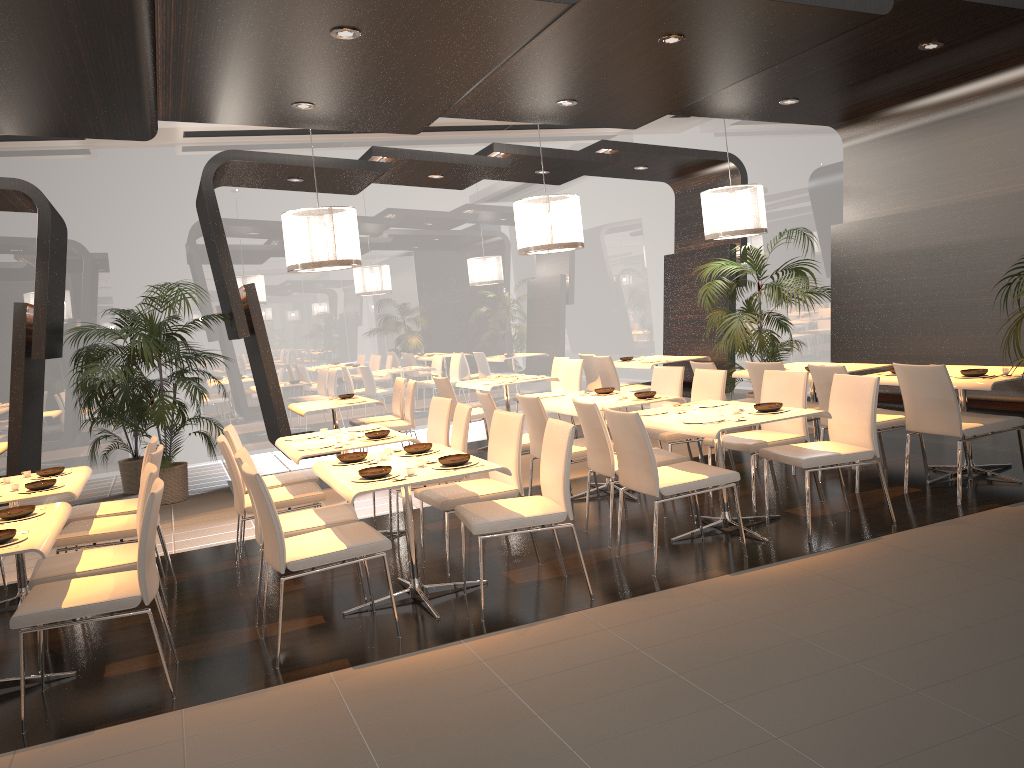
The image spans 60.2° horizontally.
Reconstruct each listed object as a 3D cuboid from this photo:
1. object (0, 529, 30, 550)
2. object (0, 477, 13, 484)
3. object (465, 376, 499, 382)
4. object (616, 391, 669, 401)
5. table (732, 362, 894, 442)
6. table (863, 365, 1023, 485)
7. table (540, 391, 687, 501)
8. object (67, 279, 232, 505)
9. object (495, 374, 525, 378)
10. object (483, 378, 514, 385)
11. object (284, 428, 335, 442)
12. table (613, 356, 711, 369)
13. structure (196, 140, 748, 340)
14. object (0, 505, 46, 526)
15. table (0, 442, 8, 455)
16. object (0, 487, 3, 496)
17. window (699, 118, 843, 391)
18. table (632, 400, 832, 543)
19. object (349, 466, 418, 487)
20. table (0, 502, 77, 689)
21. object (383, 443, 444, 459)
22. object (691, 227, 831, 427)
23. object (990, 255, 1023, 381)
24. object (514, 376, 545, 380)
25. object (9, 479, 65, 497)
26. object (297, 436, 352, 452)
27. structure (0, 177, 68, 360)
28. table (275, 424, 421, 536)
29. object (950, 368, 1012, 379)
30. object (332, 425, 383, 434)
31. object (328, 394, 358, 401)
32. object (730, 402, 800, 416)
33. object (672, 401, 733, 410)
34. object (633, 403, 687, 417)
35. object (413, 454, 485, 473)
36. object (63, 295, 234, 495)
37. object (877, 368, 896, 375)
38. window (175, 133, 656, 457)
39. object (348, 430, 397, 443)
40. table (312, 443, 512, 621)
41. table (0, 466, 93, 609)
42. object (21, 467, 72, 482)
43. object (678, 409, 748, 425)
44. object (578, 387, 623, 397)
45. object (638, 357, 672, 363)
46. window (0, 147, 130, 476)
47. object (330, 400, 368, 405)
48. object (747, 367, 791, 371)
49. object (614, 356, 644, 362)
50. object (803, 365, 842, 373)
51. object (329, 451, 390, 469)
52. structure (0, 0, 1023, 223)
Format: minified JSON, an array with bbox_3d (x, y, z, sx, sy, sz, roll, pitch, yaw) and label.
[{"bbox_3d":[-2.209,0.654,3.723,0.304,0.044,0.365,-8,5,-22],"label":"object"},{"bbox_3d":[-3.301,0.614,5.569,0.304,0.044,0.365,-8,5,-22],"label":"object"},{"bbox_3d":[-0.329,-0.056,9.924,0.336,0.038,0.376,-8,5,-27],"label":"object"},{"bbox_3d":[0.952,0.088,6.568,0.304,0.044,0.365,-8,5,-22],"label":"object"},{"bbox_3d":[2.582,0.224,7.541,0.802,0.725,1.147,-7,4,-21],"label":"table"},{"bbox_3d":[3.162,0.279,6.167,0.802,0.725,1.147,-7,4,-21],"label":"table"},{"bbox_3d":[0.845,0.461,6.866,1.056,0.725,1.147,-7,4,-21],"label":"table"},{"bbox_3d":[-3.312,0.099,8.323,1.567,2.058,1.502,-7,2,-28],"label":"object"},{"bbox_3d":[-0.035,-0.103,10.127,0.336,0.038,0.376,-9,6,-32],"label":"object"},{"bbox_3d":[-0.133,-0.028,9.348,0.336,0.038,0.376,-8,5,-27],"label":"object"},{"bbox_3d":[-1.435,0.364,6.280,0.336,0.038,0.376,-8,5,-27],"label":"object"},{"bbox_3d":[1.722,0.072,10.431,0.802,0.725,1.147,-7,4,-21],"label":"table"},{"bbox_3d":[-0.254,-1.646,9.705,5.951,1.727,1.400,-8,3,-22],"label":"structure"},{"bbox_3d":[-2.435,0.630,4.293,0.304,0.044,0.365,-8,5,-22],"label":"object"},{"bbox_3d":[-4.900,0.980,7.794,0.802,0.725,1.147,-7,4,-21],"label":"table"},{"bbox_3d":[-3.071,0.640,5.009,0.336,0.038,0.376,-8,5,-27],"label":"object"},{"bbox_3d":[4.039,-1.762,9.676,0.070,3.973,6.578,-6,3,-21],"label":"window"},{"bbox_3d":[1.285,0.535,5.431,0.802,0.725,1.147,-7,4,-21],"label":"table"},{"bbox_3d":[-0.637,0.439,4.352,0.304,0.044,0.365,-8,5,-22],"label":"object"},{"bbox_3d":[-2.429,1.044,3.958,0.802,0.725,1.147,-7,4,-21],"label":"table"},{"bbox_3d":[-0.570,0.374,5.040,0.304,0.044,0.365,-8,5,-22],"label":"object"},{"bbox_3d":[2.662,-0.603,9.300,1.506,2.058,1.562,-6,2,-8],"label":"object"},{"bbox_3d":[3.531,-0.326,4.907,1.557,2.058,1.512,-5,2,24],"label":"object"},{"bbox_3d":[0.177,-0.077,9.549,0.336,0.038,0.376,-9,6,-32],"label":"object"},{"bbox_3d":[-2.773,0.594,5.148,0.304,0.044,0.365,-8,5,-22],"label":"object"},{"bbox_3d":[-1.210,0.388,5.709,0.336,0.038,0.376,-8,5,-27],"label":"object"},{"bbox_3d":[-6.876,-0.738,7.069,5.951,1.727,1.400,-8,3,-22],"label":"structure"},{"bbox_3d":[-1.122,0.731,6.079,0.802,0.725,1.147,-7,4,-21],"label":"table"},{"bbox_3d":[3.097,-0.073,5.838,0.304,0.044,0.365,-8,5,-22],"label":"object"},{"bbox_3d":[-1.138,0.318,6.454,0.336,0.038,0.376,-9,6,-32],"label":"object"},{"bbox_3d":[-1.791,0.138,9.381,0.304,0.044,0.365,-8,5,-22],"label":"object"},{"bbox_3d":[1.478,0.145,5.236,0.304,0.044,0.365,-8,5,-22],"label":"object"},{"bbox_3d":[1.230,0.127,5.801,0.336,0.038,0.376,-9,6,-32],"label":"object"},{"bbox_3d":[0.947,0.167,5.669,0.336,0.038,0.376,-8,5,-27],"label":"object"},{"bbox_3d":[-0.328,0.394,4.499,0.304,0.044,0.365,-8,5,-22],"label":"object"},{"bbox_3d":[-3.913,0.084,9.249,1.556,2.058,1.512,-5,2,30],"label":"object"},{"bbox_3d":[2.864,-0.096,6.399,0.304,0.044,0.365,-8,5,-22],"label":"object"},{"bbox_3d":[-0.939,-1.427,11.859,6.599,3.978,0.070,-7,1,-22],"label":"window"},{"bbox_3d":[-0.927,0.342,5.869,0.304,0.044,0.365,-8,5,-22],"label":"object"},{"bbox_3d":[-0.541,0.785,4.705,0.802,0.725,1.147,-7,4,-21],"label":"table"},{"bbox_3d":[-2.988,0.985,5.356,0.802,0.725,1.147,-7,4,-21],"label":"table"},{"bbox_3d":[-3.001,0.572,5.694,0.304,0.044,0.365,-8,5,-22],"label":"object"},{"bbox_3d":[1.173,0.191,5.098,0.336,0.038,0.376,-8,5,-27],"label":"object"},{"bbox_3d":[0.713,0.063,7.172,0.304,0.044,0.365,-8,5,-22],"label":"object"},{"bbox_3d":[1.643,-0.273,10.074,0.336,0.038,0.376,-8,5,-27],"label":"object"},{"bbox_3d":[-7.596,-0.514,9.209,6.599,3.978,0.070,-7,1,-22],"label":"window"},{"bbox_3d":[-1.636,0.172,8.825,0.336,0.038,0.376,-9,6,-32],"label":"object"},{"bbox_3d":[2.260,-0.142,7.739,0.336,0.038,0.376,-8,5,-27],"label":"object"},{"bbox_3d":[1.422,-0.302,10.650,0.304,0.044,0.365,-8,5,-22],"label":"object"},{"bbox_3d":[2.509,-0.125,7.190,0.304,0.044,0.365,-8,5,-22],"label":"object"},{"bbox_3d":[-0.853,0.412,4.934,0.304,0.044,0.365,-8,5,-22],"label":"object"},{"bbox_3d":[-1.026,-1.209,5.375,10.694,1.735,2.900,-8,4,-21],"label":"structure"}]
